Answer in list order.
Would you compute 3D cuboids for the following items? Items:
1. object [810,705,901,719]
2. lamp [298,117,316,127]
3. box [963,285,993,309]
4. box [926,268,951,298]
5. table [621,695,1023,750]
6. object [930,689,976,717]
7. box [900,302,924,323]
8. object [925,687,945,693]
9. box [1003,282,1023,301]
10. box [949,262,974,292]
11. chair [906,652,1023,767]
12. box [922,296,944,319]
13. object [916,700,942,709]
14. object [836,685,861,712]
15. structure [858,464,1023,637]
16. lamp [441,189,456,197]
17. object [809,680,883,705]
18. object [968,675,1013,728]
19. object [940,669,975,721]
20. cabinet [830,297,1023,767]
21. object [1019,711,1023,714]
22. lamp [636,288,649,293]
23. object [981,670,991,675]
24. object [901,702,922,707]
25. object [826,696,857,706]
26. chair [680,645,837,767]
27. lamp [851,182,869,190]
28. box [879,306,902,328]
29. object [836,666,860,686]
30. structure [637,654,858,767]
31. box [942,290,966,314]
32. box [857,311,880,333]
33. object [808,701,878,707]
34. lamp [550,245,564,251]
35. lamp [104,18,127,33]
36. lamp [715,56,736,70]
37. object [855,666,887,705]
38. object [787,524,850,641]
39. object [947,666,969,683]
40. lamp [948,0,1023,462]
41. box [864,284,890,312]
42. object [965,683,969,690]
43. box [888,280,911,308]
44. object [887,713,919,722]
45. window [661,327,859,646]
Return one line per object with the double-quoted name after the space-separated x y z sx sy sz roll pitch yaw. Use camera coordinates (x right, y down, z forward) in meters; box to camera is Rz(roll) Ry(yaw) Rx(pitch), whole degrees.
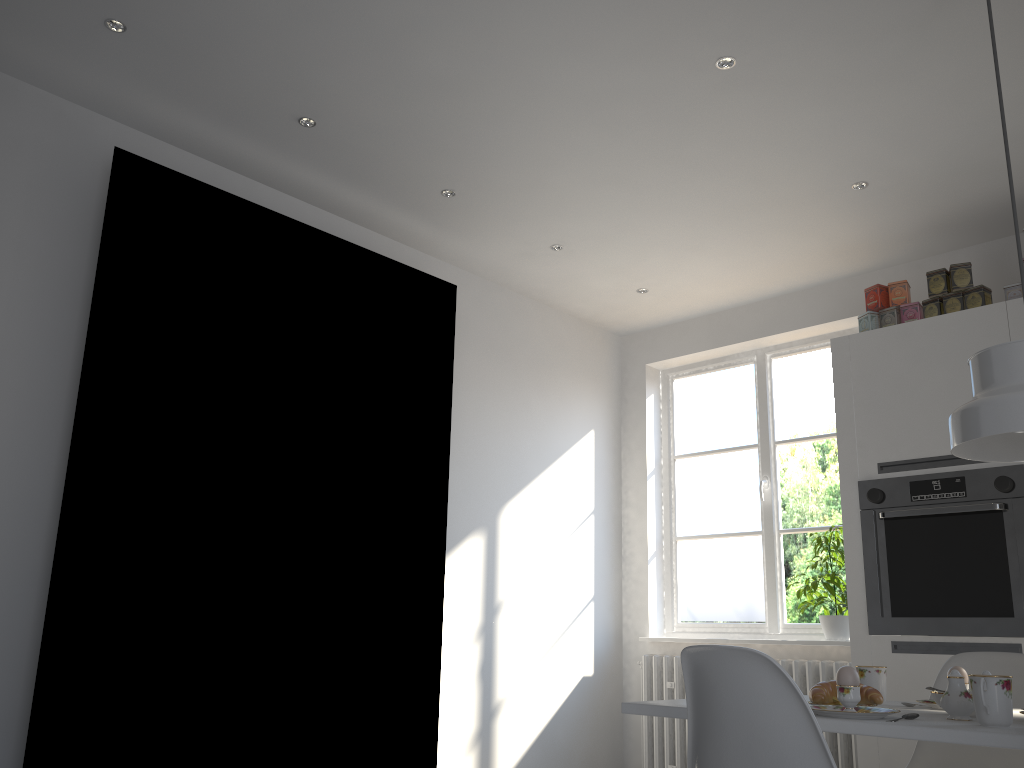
0.718 0.698 1.883 0.201 0.015 0.202 11 -19 -30 "object"
-0.729 -0.942 3.157 0.064 0.030 0.064 -8 -18 30 "lamp"
1.857 -0.325 3.526 0.081 0.110 0.081 12 -18 -35 "box"
1.759 -0.407 3.644 0.081 0.110 0.081 -12 -20 42 "box"
1.197 1.012 1.727 1.833 0.654 0.818 -13 -21 42 "table"
1.026 0.713 1.984 0.158 0.058 0.159 -9 -19 32 "object"
1.680 -0.276 3.714 0.081 0.110 0.081 -10 -19 37 "box"
0.981 0.684 1.953 0.138 0.031 0.031 2 -15 -2 "object"
1.992 -0.333 3.488 0.081 0.110 0.081 -12 -20 42 "box"
1.816 -0.423 3.582 0.081 0.110 0.081 -5 -16 23 "box"
1.225 1.110 2.310 0.467 0.793 0.545 -12 -20 41 "chair"
1.748 -0.293 3.647 0.081 0.110 0.081 10 -17 -30 "box"
1.111 0.797 2.195 0.201 0.015 0.203 2 -16 -1 "object"
0.719 0.672 1.890 0.048 0.057 0.049 3 -15 -6 "object"
1.754 0.653 3.386 0.730 0.603 0.323 -13 -20 42 "structure"
-0.260 -0.792 3.637 0.064 0.030 0.064 -8 -18 30 "lamp"
0.776 0.726 2.080 0.161 0.057 0.125 -1 -16 8 "object"
0.927 0.615 1.720 0.091 0.094 0.079 4 -15 -9 "object"
0.938 0.654 1.866 0.065 0.101 0.070 -12 -20 42 "object"
2.025 0.748 3.292 1.383 2.077 0.516 -12 -20 42 "cabinet"
1.155 0.665 1.854 0.141 0.083 0.187 -13 -21 42 "object"
0.677 -0.492 4.596 0.064 0.030 0.064 -10 -19 35 "lamp"
1.005 0.656 1.869 0.065 0.101 0.070 -12 -20 42 "object"
1.030 0.820 2.271 0.032 0.011 0.140 -12 -21 38 "object"
0.754 0.732 2.030 0.070 0.036 0.110 1 -16 2 "object"
0.605 0.932 1.749 0.544 0.793 0.468 11 -17 -31 "chair"
1.373 -0.791 3.499 0.064 0.030 0.064 -10 -19 35 "lamp"
1.616 -0.262 3.768 0.081 0.110 0.081 14 -19 -40 "box"
0.720 0.636 1.899 0.048 0.062 0.048 15 -20 -40 "object"
0.822 1.757 4.462 2.109 0.753 0.176 -13 -20 42 "structure"
1.798 -0.310 3.587 0.081 0.110 0.081 -12 -20 42 "box"
1.550 -0.248 3.821 0.081 0.110 0.081 6 -15 -16 "box"
0.766 0.750 2.059 0.158 0.015 0.159 -2 -17 13 "object"
0.208 -0.642 4.116 0.064 0.030 0.064 -10 -19 35 "lamp"
-1.197 -1.092 2.678 0.064 0.030 0.064 -8 -18 30 "lamp"
0.671 -1.016 2.780 0.064 0.030 0.064 -8 -18 30 "lamp"
0.949 0.792 2.331 0.078 0.094 0.091 -7 -17 29 "object"
1.491 0.935 4.158 0.375 0.525 0.329 -8 -18 33 "object"
1.112 0.736 2.210 0.048 0.062 0.048 15 -20 -40 "object"
1.203 -0.497 2.138 0.374 1.311 0.376 5 -15 -14 "lamp"
1.577 -0.362 3.818 0.081 0.110 0.081 9 -16 -25 "box"
1.111 0.772 2.201 0.048 0.057 0.049 3 -15 -6 "object"
1.651 -0.373 3.772 0.081 0.110 0.081 -8 -18 32 "box"
0.795 0.680 1.808 0.140 0.011 0.032 16 -21 -41 "object"
1.325 0.555 4.619 1.291 1.549 0.117 -13 -20 42 "window"
